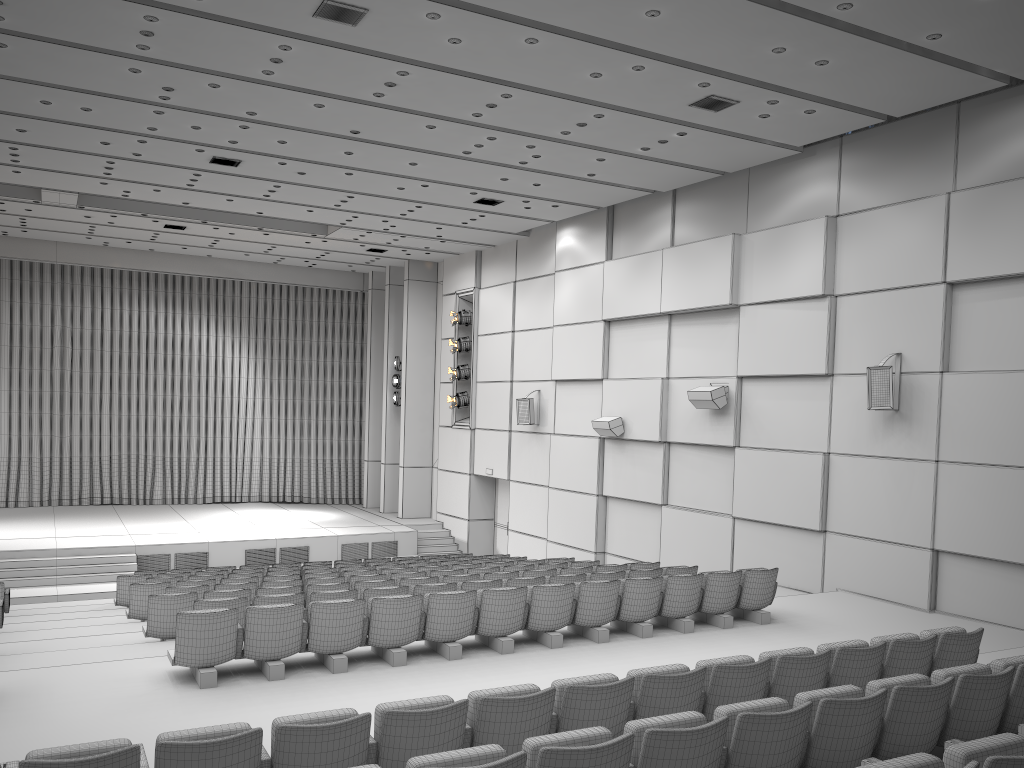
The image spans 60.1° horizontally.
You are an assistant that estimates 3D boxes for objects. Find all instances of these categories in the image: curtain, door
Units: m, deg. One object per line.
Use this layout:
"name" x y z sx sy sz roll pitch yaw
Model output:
"curtain" -11.562 -0.076 22.461 16.143 6.532 1.426 2 2 -28
"door" -0.052 3.249 20.512 0.085 2.182 1.695 0 1 -28

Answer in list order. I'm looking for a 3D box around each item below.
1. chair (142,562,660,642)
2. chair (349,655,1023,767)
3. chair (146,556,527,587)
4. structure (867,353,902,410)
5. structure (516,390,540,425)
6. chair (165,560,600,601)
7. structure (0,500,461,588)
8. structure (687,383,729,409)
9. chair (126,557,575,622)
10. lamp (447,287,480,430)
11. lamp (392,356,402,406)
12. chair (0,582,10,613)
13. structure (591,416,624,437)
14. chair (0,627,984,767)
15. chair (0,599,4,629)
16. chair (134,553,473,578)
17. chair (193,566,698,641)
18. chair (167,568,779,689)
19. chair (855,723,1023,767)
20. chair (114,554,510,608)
"chair" -0.940 2.621 10.845 6.605 0.623 0.611 3 0 -28
"chair" -1.699 1.772 3.045 13.761 0.623 0.611 3 0 -28
"chair" -2.477 3.109 13.787 6.055 0.623 0.611 3 0 -28
"structure" 4.706 -0.034 11.202 0.408 0.746 0.410 2 2 20
"structure" 0.340 0.487 18.390 0.408 0.746 0.410 2 2 20
"chair" -1.442 2.784 11.831 6.055 0.623 0.611 3 0 -28
"structure" -10.169 3.581 19.865 17.834 0.847 8.302 3 -2 -28
"structure" 3.093 0.184 13.846 0.471 0.418 0.519 2 0 -32
"chair" -1.975 2.946 12.801 6.605 0.623 0.611 3 0 -28
"lamp" -1.135 -0.592 21.170 0.755 3.347 1.019 0 3 -32
"lamp" -2.912 -0.069 23.153 0.437 1.481 0.384 0 3 -32
"chair" -10.062 2.946 11.032 6.605 0.623 0.611 3 0 -28
"structure" 1.781 0.744 16.043 0.471 0.418 0.519 2 0 -31
"chair" -2.240 1.934 4.011 13.210 0.623 0.611 3 0 -28
"chair" -9.027 2.621 9.076 6.605 0.623 0.611 3 0 -28
"chair" -3.484 3.435 15.765 6.055 0.623 0.611 3 0 -28
"chair" -0.408 2.459 9.875 6.055 0.623 0.611 3 0 -28
"chair" 0.094 2.296 8.889 6.606 0.623 0.611 3 0 -28
"chair" -1.205 1.609 2.055 13.210 0.623 0.611 3 0 -28
"chair" -3.010 3.270 14.757 6.605 0.623 0.611 3 0 -28
